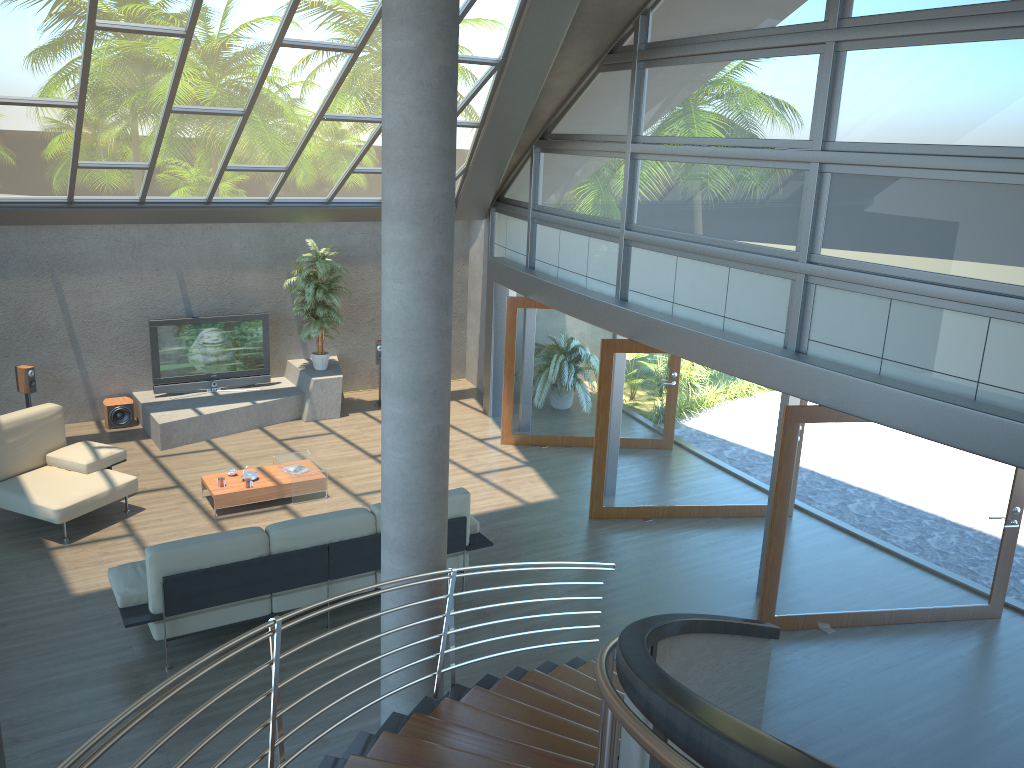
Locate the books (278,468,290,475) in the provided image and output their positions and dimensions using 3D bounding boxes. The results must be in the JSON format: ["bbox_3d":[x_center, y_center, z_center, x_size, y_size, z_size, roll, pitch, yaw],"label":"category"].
[{"bbox_3d":[-2.438,0.960,9.841,0.275,0.005,0.189,14,19,37],"label":"books"}]

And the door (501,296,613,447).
[{"bbox_3d":[1.036,-0.121,11.522,2.298,1.977,0.200,2,15,-3],"label":"door"}]

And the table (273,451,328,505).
[{"bbox_3d":[-2.358,1.032,9.867,0.400,0.342,0.680,-7,18,-30],"label":"table"}]

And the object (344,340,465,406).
[{"bbox_3d":[-4.869,-0.308,13.269,21.345,0.982,7.863,-6,17,-27],"label":"object"}]

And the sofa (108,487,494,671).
[{"bbox_3d":[-1.744,1.407,7.562,3.079,0.947,1.166,-7,18,-31],"label":"sofa"}]

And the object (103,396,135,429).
[{"bbox_3d":[-5.264,0.376,11.863,0.362,0.323,0.425,-7,18,-30],"label":"object"}]

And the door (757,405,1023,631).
[{"bbox_3d":[3.216,1.114,7.366,2.298,1.977,0.200,0,16,-10],"label":"door"}]

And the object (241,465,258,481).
[{"bbox_3d":[-2.816,0.951,9.524,0.178,0.161,0.178,5,16,9],"label":"object"}]

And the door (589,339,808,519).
[{"bbox_3d":[2.003,0.501,9.410,2.298,1.977,0.200,0,15,-8],"label":"door"}]

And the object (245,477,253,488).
[{"bbox_3d":[-2.769,1.037,9.332,0.085,0.101,0.070,1,15,-4],"label":"object"}]

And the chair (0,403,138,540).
[{"bbox_3d":[-4.554,0.835,9.024,1.244,1.023,1.217,9,17,23],"label":"chair"}]

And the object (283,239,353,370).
[{"bbox_3d":[-2.715,-1.111,12.494,0.932,1.857,0.895,7,16,16],"label":"object"}]

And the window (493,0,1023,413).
[{"bbox_3d":[3.771,-0.922,6.090,1.098,6.630,16.616,-7,18,-32],"label":"window"}]

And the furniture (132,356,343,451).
[{"bbox_3d":[-3.543,0.204,12.249,2.936,0.610,1.577,-7,18,-30],"label":"furniture"}]

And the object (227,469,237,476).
[{"bbox_3d":[-3.037,0.951,9.629,0.100,0.086,0.102,-5,17,-26],"label":"object"}]

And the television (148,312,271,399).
[{"bbox_3d":[-4.126,-0.409,12.202,1.568,1.063,0.396,-7,18,-30],"label":"television"}]

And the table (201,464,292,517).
[{"bbox_3d":[-2.703,1.125,9.679,1.200,0.250,0.600,-7,18,-30],"label":"table"}]

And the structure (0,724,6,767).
[{"bbox_3d":[-2.481,-0.721,3.448,0.382,7.125,0.381,-7,18,-30],"label":"structure"}]

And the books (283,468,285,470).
[{"bbox_3d":[-2.386,0.955,9.851,0.275,0.005,0.189,16,20,40],"label":"books"}]

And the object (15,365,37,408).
[{"bbox_3d":[-6.021,0.246,11.035,0.234,0.959,0.171,9,17,23],"label":"object"}]

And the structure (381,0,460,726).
[{"bbox_3d":[-0.487,-0.959,4.622,0.381,7.125,0.382,6,16,12],"label":"structure"}]

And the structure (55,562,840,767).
[{"bbox_3d":[0.257,1.302,3.097,2.349,3.653,6.809,4,15,6],"label":"structure"}]

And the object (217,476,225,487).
[{"bbox_3d":[-3.059,1.025,9.330,0.070,0.101,0.085,-7,18,-32],"label":"object"}]
